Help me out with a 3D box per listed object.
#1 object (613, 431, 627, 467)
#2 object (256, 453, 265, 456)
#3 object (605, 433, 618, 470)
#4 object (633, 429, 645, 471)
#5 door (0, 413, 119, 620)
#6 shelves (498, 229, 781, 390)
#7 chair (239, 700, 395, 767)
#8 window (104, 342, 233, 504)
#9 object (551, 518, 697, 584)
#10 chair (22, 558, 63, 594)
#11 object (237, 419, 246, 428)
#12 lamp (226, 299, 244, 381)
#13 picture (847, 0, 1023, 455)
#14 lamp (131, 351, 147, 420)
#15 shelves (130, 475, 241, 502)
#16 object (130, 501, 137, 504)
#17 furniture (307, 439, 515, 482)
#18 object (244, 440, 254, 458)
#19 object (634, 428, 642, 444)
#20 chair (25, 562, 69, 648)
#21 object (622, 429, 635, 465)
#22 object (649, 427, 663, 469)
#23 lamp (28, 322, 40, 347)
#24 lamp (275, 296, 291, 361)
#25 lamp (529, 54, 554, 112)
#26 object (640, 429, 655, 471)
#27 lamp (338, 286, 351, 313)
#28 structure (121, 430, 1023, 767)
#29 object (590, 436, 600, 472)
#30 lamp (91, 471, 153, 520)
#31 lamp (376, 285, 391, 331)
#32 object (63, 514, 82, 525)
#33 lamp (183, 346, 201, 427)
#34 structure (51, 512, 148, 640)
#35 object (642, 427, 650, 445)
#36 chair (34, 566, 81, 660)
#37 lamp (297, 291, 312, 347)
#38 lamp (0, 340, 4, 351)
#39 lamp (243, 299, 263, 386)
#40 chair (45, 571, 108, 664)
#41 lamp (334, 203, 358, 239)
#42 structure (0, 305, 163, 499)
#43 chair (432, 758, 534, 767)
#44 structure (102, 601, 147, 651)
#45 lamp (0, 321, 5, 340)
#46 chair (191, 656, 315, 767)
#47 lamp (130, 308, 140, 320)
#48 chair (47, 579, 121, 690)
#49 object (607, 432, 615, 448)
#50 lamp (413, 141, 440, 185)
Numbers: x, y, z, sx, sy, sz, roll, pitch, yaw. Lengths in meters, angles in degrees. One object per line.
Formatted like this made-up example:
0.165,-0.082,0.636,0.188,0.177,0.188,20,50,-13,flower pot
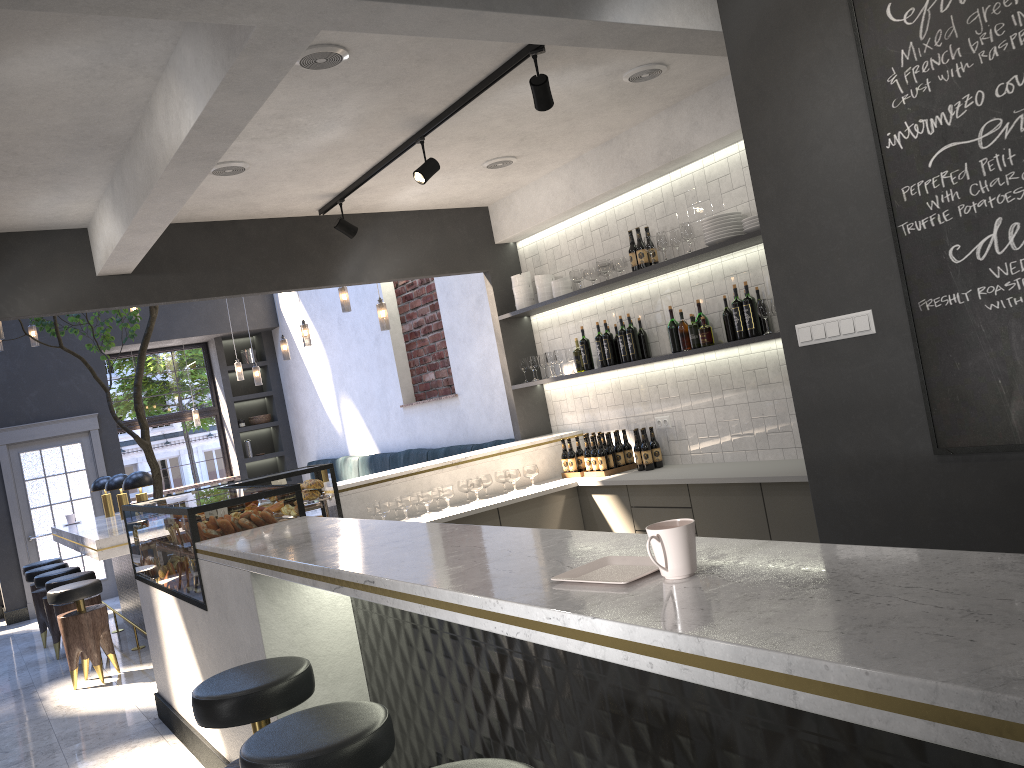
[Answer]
0.741,0.466,6.146,0.069,0.279,0.069,-11,0,19,object
-3.471,0.976,12.233,0.131,0.026,0.130,-11,-1,40,object
0.680,0.477,6.105,0.069,0.279,0.069,-11,0,-31,object
0.855,0.445,5.966,0.069,0.279,0.069,-11,0,-26,object
-5.305,1.534,10.481,1.131,2.219,0.152,-11,0,-33,door
1.023,-0.458,5.476,0.300,0.580,3.603,-11,0,-33,shelves
-0.407,1.242,2.173,0.370,0.821,0.372,-11,0,-23,chair
-2.848,-1.031,5.943,6.400,5.364,12.720,-11,0,-33,window
0.226,0.316,1.688,0.175,0.097,0.302,-10,-1,-41,object
-4.658,2.152,8.929,0.372,0.737,0.370,-11,0,11,chair
-3.730,0.542,12.208,0.117,0.119,0.116,-11,0,34,object
-3.657,-2.061,10.709,0.078,4.105,0.078,-11,0,42,lamp
1.494,-0.696,2.355,0.014,1.753,1.148,-11,0,-33,picture
-4.894,-0.036,11.550,0.078,1.429,0.078,-11,0,20,lamp
-5.582,1.610,10.928,4.399,0.043,0.384,-10,-1,-33,shelves
-3.993,1.286,9.365,0.175,0.097,0.302,-10,-1,-41,object
-3.558,1.722,7.859,6.016,1.151,5.345,-10,-1,-33,furniture
-3.619,0.891,12.183,0.098,0.248,0.098,-11,0,7,object
0.877,0.442,6.069,0.070,0.279,0.069,-11,0,-1,object
-4.299,2.078,8.320,0.370,0.737,0.372,-11,0,-42,chair
0.804,0.454,6.186,0.069,0.279,0.070,-11,0,-11,object
0.957,0.425,5.944,0.069,0.279,0.070,-11,0,-11,object
-5.506,-2.424,9.530,0.078,4.105,0.078,-11,0,42,lamp
-2.720,-2.265,9.213,0.078,4.105,0.078,-11,0,20,lamp
0.121,-1.308,3.848,0.087,0.235,0.157,-11,0,6,lamp
0.893,0.437,5.904,0.069,0.279,0.069,-11,0,19,object
-1.821,-2.645,7.723,0.078,4.105,0.078,-11,0,42,lamp
0.624,0.815,3.770,3.203,1.300,5.810,-11,-1,-33,structure
0.578,0.497,6.128,0.069,0.279,0.069,-11,0,34,object
-2.433,-0.660,4.701,8.843,3.256,4.179,-11,0,41,lamp
-1.399,-2.450,7.134,0.078,4.105,0.078,-11,0,42,lamp
-4.476,1.374,9.013,0.175,0.098,0.204,-11,0,-27,object
-4.350,-0.137,11.904,0.078,1.429,0.078,-11,0,-3,lamp
-3.382,1.742,8.046,0.989,1.050,3.493,-11,0,-33,structure
0.917,0.433,6.007,0.069,0.279,0.069,-11,0,34,object
-3.908,1.999,7.752,0.372,0.737,0.370,-11,0,11,chair
-2.373,-2.384,8.646,0.078,4.105,0.078,-11,0,20,lamp
-5.472,-2.344,8.796,0.078,4.105,0.078,-11,0,42,lamp
-3.280,-2.001,10.149,0.078,4.105,0.078,-11,0,42,lamp
-3.510,1.918,7.181,0.372,0.737,0.370,-11,0,-5,chair
-1.090,-1.061,5.779,0.157,0.235,0.088,-11,0,-39,lamp
-3.305,-0.790,7.238,3.745,5.988,2.805,-11,0,11,structure
-0.036,1.166,1.636,0.372,0.821,0.370,-11,0,11,chair
-3.304,2.154,8.046,0.495,0.210,3.501,-11,-1,-33,structure
-3.656,-2.300,5.636,0.078,4.105,0.078,-11,0,-3,lamp
-0.739,1.310,2.771,0.371,0.821,0.371,-11,0,20,chair
-4.432,-2.691,9.556,0.078,4.105,0.078,-11,0,42,lamp
-3.174,1.849,6.564,0.372,0.737,0.370,-11,0,11,chair
0.702,0.474,6.209,0.069,0.279,0.069,-11,0,-26,object
-0.468,-1.189,4.766,0.157,0.235,0.088,-11,0,-39,lamp
